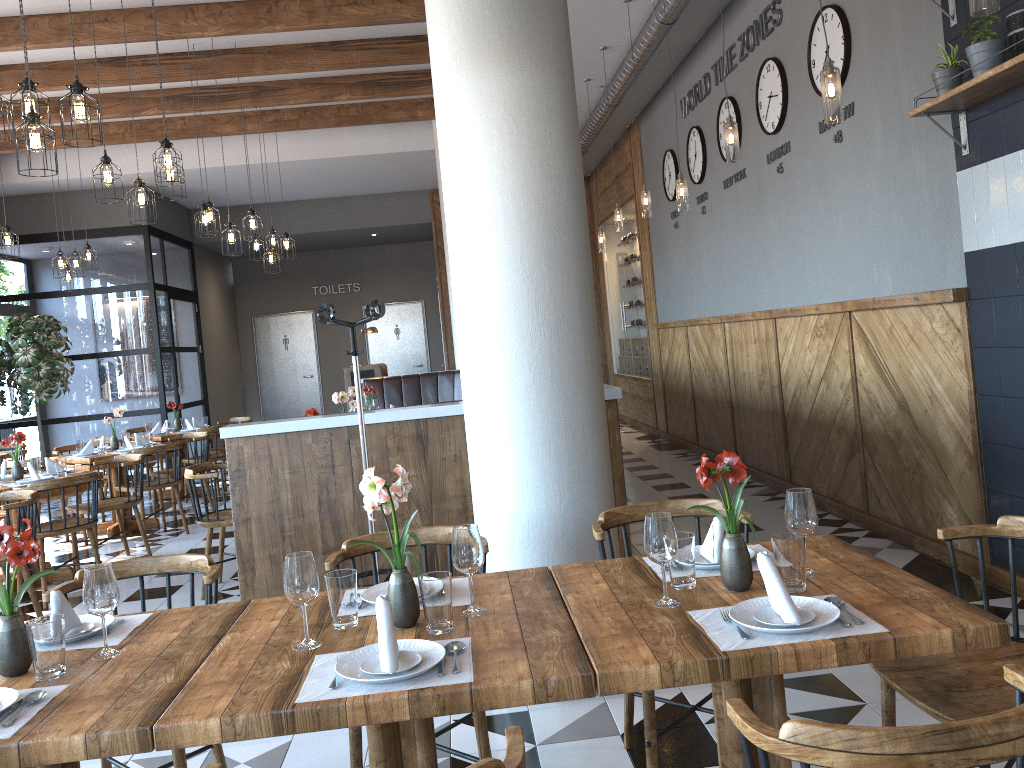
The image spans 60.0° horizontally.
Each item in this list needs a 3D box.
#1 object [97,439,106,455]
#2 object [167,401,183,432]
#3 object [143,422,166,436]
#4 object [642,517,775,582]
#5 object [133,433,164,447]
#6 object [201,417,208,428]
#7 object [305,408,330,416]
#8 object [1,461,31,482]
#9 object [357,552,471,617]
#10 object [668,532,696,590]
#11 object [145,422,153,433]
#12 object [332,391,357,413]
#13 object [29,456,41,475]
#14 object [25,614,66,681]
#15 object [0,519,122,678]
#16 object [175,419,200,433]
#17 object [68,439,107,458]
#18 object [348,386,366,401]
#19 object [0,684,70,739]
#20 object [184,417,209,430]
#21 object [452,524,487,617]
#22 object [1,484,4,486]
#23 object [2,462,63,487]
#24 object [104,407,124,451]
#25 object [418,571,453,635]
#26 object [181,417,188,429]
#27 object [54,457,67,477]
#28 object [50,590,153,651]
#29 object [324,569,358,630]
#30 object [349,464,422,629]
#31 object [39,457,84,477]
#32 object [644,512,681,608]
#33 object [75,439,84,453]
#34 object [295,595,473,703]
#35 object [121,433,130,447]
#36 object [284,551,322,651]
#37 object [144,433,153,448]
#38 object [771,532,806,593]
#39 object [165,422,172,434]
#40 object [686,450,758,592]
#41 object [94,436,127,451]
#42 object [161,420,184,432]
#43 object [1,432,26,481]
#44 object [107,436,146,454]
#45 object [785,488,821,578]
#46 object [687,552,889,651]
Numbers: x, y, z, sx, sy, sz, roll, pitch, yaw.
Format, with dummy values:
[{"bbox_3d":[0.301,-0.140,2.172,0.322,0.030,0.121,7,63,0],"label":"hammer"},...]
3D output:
[{"bbox_3d":[-3.677,0.568,7.948,0.080,0.132,0.080,-5,1,11],"label":"object"},{"bbox_3d":[-3.862,0.367,10.166,0.171,0.355,0.156,-5,1,43],"label":"object"},{"bbox_3d":[-4.003,0.501,9.936,0.351,0.137,0.272,-3,3,41],"label":"object"},{"bbox_3d":[0.555,0.425,2.454,0.352,0.137,0.272,-6,2,-4],"label":"object"},{"bbox_3d":[-3.529,0.526,8.463,0.351,0.137,0.272,-3,3,41],"label":"object"},{"bbox_3d":[-3.526,0.447,10.167,0.080,0.132,0.080,-5,1,21],"label":"object"},{"bbox_3d":[-1.259,0.329,5.788,0.171,0.355,0.156,-5,1,-1],"label":"object"},{"bbox_3d":[-3.776,0.641,6.575,0.272,0.137,0.353,-3,3,41],"label":"object"},{"bbox_3d":[-0.292,0.509,2.397,0.352,0.137,0.272,-6,2,-4],"label":"object"},{"bbox_3d":[0.430,0.449,2.249,0.080,0.132,0.080,-5,1,26],"label":"object"},{"bbox_3d":[-4.141,0.508,10.112,0.080,0.132,0.080,-6,1,-29],"label":"object"},{"bbox_3d":[-1.289,0.255,6.909,0.206,0.400,0.146,-5,1,-1],"label":"object"},{"bbox_3d":[-3.605,0.621,6.707,0.080,0.132,0.080,-5,1,1],"label":"object"},{"bbox_3d":[-1.059,0.603,2.022,0.080,0.132,0.080,-5,1,31],"label":"object"},{"bbox_3d":[-1.104,0.491,2.102,0.295,0.355,0.166,-5,1,2],"label":"object"},{"bbox_3d":[-3.627,0.464,9.965,0.272,0.137,0.353,-3,3,41],"label":"object"},{"bbox_3d":[-3.873,0.579,8.057,0.351,0.137,0.272,-3,3,41],"label":"object"},{"bbox_3d":[-1.391,0.212,8.003,0.146,0.400,0.207,-5,1,4],"label":"object"},{"bbox_3d":[-1.149,0.619,1.812,0.352,0.137,0.272,-6,2,-4],"label":"object"},{"bbox_3d":[-3.659,0.449,10.342,0.351,0.137,0.272,-3,3,41],"label":"object"},{"bbox_3d":[-0.106,0.461,2.202,0.081,0.215,0.081,-6,1,-12],"label":"object"},{"bbox_3d":[-3.744,0.656,6.198,0.351,0.137,0.272,-3,3,41],"label":"object"},{"bbox_3d":[-3.368,0.619,6.227,0.272,0.137,0.353,-3,3,41],"label":"object"},{"bbox_3d":[-3.693,0.420,8.250,0.146,0.400,0.207,-5,1,8],"label":"object"},{"bbox_3d":[-0.175,0.515,2.082,0.080,0.132,0.080,-5,1,11],"label":"object"},{"bbox_3d":[-3.857,0.465,10.441,0.080,0.132,0.080,-5,1,21],"label":"object"},{"bbox_3d":[-3.273,0.602,6.433,0.080,0.132,0.080,-5,1,1],"label":"object"},{"bbox_3d":[-1.176,0.596,2.337,0.352,0.137,0.272,-6,2,-4],"label":"object"},{"bbox_3d":[-0.417,0.533,2.191,0.080,0.132,0.080,-5,1,26],"label":"object"},{"bbox_3d":[-0.296,0.390,2.131,0.206,0.400,0.146,-5,1,45],"label":"object"},{"bbox_3d":[-3.400,0.604,6.604,0.351,0.137,0.272,-3,3,41],"label":"object"},{"bbox_3d":[0.360,0.420,2.124,0.081,0.215,0.081,-6,1,-12],"label":"object"},{"bbox_3d":[-4.014,0.586,8.233,0.080,0.132,0.080,-5,1,11],"label":"object"},{"bbox_3d":[-0.266,0.531,1.872,0.352,0.137,0.272,-6,2,-4],"label":"object"},{"bbox_3d":[-3.730,0.543,8.562,0.080,0.132,0.080,-5,1,11],"label":"object"},{"bbox_3d":[-0.487,0.504,2.066,0.081,0.215,0.081,-6,1,-40],"label":"object"},{"bbox_3d":[-3.399,0.525,8.288,0.080,0.132,0.080,-5,1,11],"label":"object"},{"bbox_3d":[0.672,0.431,2.139,0.080,0.132,0.080,-5,1,11],"label":"object"},{"bbox_3d":[-3.805,0.490,9.827,0.080,0.132,0.080,-5,1,11],"label":"object"},{"bbox_3d":[0.514,0.334,2.157,0.156,0.355,0.171,-5,1,34],"label":"object"},{"bbox_3d":[-3.905,0.564,8.434,0.272,0.137,0.353,-3,3,41],"label":"object"},{"bbox_3d":[-4.035,0.486,10.313,0.272,0.137,0.353,-3,3,41],"label":"object"},{"bbox_3d":[-3.567,0.521,6.366,0.156,0.355,0.171,-6,1,-39],"label":"object"},{"bbox_3d":[-3.497,0.542,8.086,0.272,0.137,0.353,-3,3,41],"label":"object"},{"bbox_3d":[0.741,0.377,2.259,0.081,0.215,0.081,-6,1,-12],"label":"object"},{"bbox_3d":[0.581,0.448,1.930,0.352,0.137,0.272,-6,2,-4],"label":"object"}]
